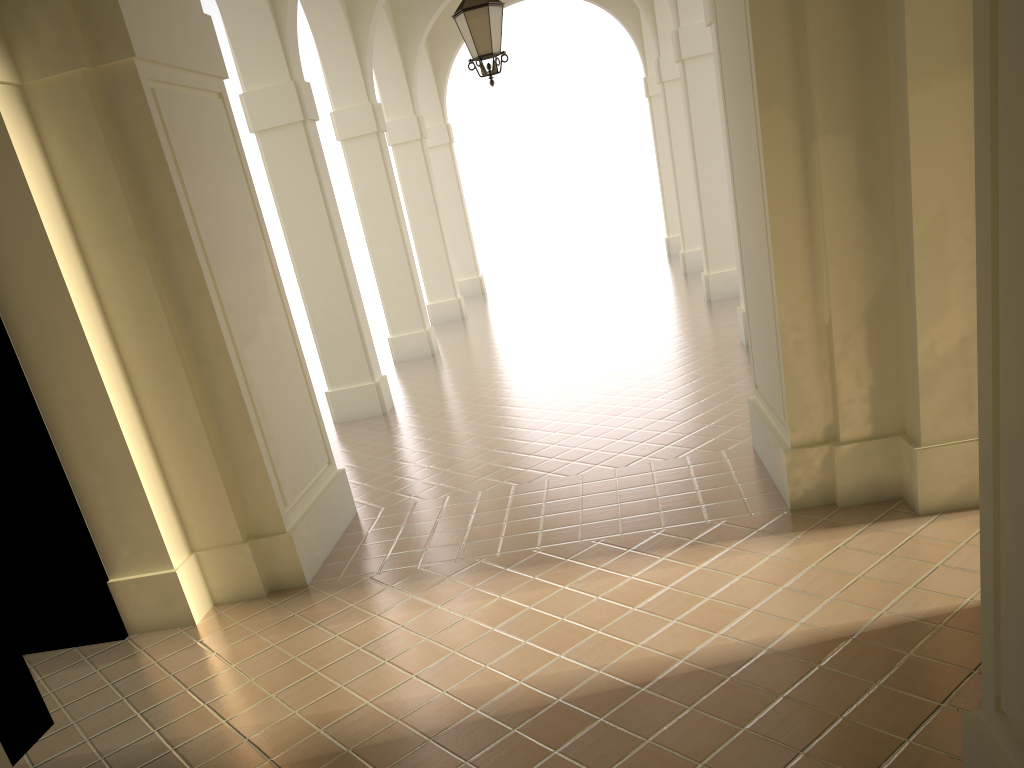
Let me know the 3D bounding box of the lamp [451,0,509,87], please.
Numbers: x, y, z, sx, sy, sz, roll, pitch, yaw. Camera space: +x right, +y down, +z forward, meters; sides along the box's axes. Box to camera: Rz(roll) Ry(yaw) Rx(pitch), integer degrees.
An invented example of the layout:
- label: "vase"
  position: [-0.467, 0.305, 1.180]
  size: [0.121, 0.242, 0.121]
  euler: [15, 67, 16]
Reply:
- label: "lamp"
  position: [-0.517, -4.429, 7.748]
  size: [0.512, 3.478, 0.419]
  euler: [-9, 20, 8]
